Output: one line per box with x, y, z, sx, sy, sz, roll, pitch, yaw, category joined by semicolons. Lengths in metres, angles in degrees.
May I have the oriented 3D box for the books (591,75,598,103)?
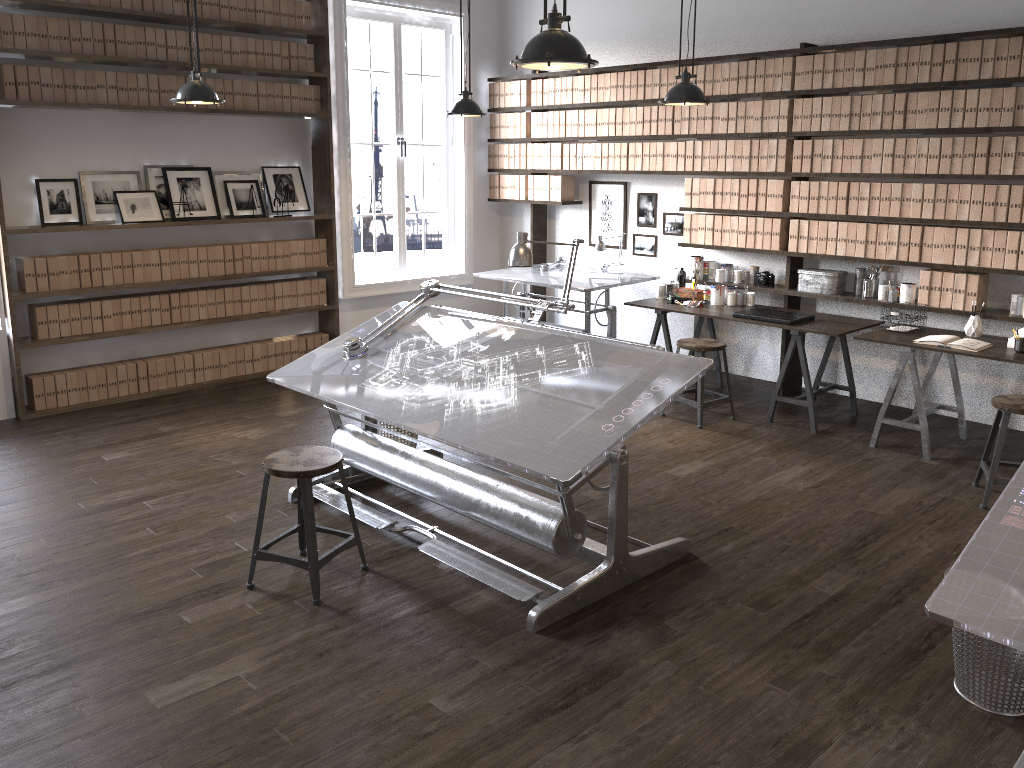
0.740;-2.446;7.349;0.175;0.223;0.067;-12;16;-43;books

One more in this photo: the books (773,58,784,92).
1.896;-2.143;6.159;0.175;0.223;0.067;-12;16;-43;books

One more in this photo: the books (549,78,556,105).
0.405;-2.532;7.689;0.175;0.223;0.067;-12;16;-43;books

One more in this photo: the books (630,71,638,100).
1.026;-2.371;7.057;0.175;0.223;0.067;-12;16;-43;books

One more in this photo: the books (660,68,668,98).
1.226;-2.319;6.851;0.175;0.223;0.067;-12;16;-43;books

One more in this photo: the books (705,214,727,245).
1.549;-1.172;6.723;0.175;0.223;0.067;-12;16;-43;books

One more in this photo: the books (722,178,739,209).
1.644;-1.412;6.581;0.175;0.223;0.067;-12;16;-43;books

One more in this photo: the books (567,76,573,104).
0.548;-2.494;7.539;0.175;0.223;0.067;-12;16;-43;books

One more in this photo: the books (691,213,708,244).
1.458;-1.197;6.822;0.175;0.223;0.067;-12;16;-43;books

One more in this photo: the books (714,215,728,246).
1.601;-1.160;6.676;0.175;0.223;0.067;-12;16;-43;books

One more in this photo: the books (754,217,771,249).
1.840;-1.097;6.429;0.175;0.223;0.067;-12;16;-43;books

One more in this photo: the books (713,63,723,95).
1.559;-2.233;6.511;0.175;0.223;0.067;-12;16;-43;books

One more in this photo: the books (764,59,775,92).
1.851;-2.157;6.211;0.175;0.223;0.067;-12;16;-43;books

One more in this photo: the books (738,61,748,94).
1.702;-2.193;6.354;0.175;0.223;0.067;-12;16;-43;books

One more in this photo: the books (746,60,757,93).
1.749;-2.182;6.312;0.175;0.223;0.067;-12;16;-43;books

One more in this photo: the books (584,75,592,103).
0.688;-2.458;7.397;0.175;0.223;0.067;-12;16;-43;books

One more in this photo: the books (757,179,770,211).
1.845;-1.359;6.375;0.175;0.223;0.067;-12;16;-43;books

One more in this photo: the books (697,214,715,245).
1.501;-1.185;6.776;0.175;0.223;0.067;-12;16;-43;books

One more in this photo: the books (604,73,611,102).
0.835;-2.420;7.249;0.175;0.223;0.067;-12;16;-43;books

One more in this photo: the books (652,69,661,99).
1.175;-2.331;6.898;0.175;0.223;0.067;-12;16;-43;books

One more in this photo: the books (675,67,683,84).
1.318;-2.293;6.748;0.175;0.223;0.067;-12;16;-43;books

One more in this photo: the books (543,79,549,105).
0.359;-2.545;7.742;0.175;0.223;0.067;-12;16;-43;books

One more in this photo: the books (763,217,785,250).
1.887;-1.085;6.384;0.175;0.223;0.067;-12;16;-43;books

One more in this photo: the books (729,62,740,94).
1.652;-2.206;6.405;0.175;0.223;0.067;-12;16;-43;books

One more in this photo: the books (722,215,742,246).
1.650;-1.147;6.628;0.175;0.223;0.067;-12;16;-43;books

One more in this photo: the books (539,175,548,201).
0.325;-1.755;7.934;0.175;0.223;0.067;-12;16;-43;books

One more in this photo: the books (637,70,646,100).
1.073;-2.357;7.001;0.175;0.223;0.067;-12;16;-43;books

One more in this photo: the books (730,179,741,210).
1.690;-1.398;6.528;0.175;0.223;0.067;-12;16;-43;books

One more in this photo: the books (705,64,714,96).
1.509;-2.245;6.559;0.175;0.223;0.067;-12;16;-43;books

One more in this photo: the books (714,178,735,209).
1.595;-1.424;6.631;0.175;0.223;0.067;-12;16;-43;books

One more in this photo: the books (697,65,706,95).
1.458;-2.257;6.606;0.175;0.223;0.067;-12;16;-43;books

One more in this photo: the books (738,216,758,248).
1.743;-1.121;6.522;0.175;0.223;0.067;-12;16;-43;books

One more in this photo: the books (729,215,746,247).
1.696;-1.134;6.576;0.175;0.223;0.067;-12;16;-43;books

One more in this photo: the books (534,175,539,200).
0.280;-1.766;7.977;0.175;0.223;0.067;-12;16;-43;books

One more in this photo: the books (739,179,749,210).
1.742;-1.386;6.480;0.175;0.223;0.067;-12;16;-43;books

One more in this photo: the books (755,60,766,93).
1.801;-2.169;6.259;0.175;0.223;0.067;-12;16;-43;books

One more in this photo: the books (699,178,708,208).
1.501;-1.448;6.725;0.175;0.223;0.067;-12;16;-43;books

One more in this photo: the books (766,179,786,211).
1.896;-1.345;6.319;0.175;0.223;0.067;-12;16;-43;books

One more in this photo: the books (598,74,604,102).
0.789;-2.433;7.301;0.175;0.223;0.067;-12;16;-43;books

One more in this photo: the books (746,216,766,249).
1.793;-1.108;6.471;0.175;0.223;0.067;-12;16;-43;books

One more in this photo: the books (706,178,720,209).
1.544;-1.435;6.675;0.175;0.223;0.067;-12;16;-43;books

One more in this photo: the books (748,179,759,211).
1.790;-1.372;6.424;0.175;0.223;0.067;-12;16;-43;books

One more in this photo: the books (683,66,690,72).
1.367;-2.282;6.704;0.175;0.223;0.067;-12;16;-43;books

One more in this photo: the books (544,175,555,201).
0.367;-1.742;7.883;0.175;0.223;0.067;-12;16;-43;books

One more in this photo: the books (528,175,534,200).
0.229;-1.779;8.027;0.175;0.223;0.067;-12;16;-43;books

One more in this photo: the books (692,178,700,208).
1.457;-1.459;6.769;0.175;0.223;0.067;-12;16;-43;books

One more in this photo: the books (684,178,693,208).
1.405;-1.472;6.819;0.175;0.223;0.067;-12;16;-43;books

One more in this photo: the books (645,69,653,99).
1.129;-2.345;6.952;0.175;0.223;0.067;-12;16;-43;books

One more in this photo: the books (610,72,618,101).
0.882;-2.407;7.195;0.175;0.223;0.067;-12;16;-43;books

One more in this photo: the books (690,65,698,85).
1.409;-2.270;6.659;0.175;0.223;0.067;-12;16;-43;books

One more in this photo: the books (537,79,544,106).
0.303;-2.558;7.791;0.175;0.223;0.067;-12;16;-43;books

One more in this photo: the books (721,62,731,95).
1.604;-2.219;6.458;0.175;0.223;0.067;-12;16;-43;books

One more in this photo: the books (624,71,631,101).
0.979;-2.383;7.102;0.175;0.223;0.067;-12;16;-43;books

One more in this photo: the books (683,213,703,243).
1.409;-1.208;6.866;0.175;0.223;0.067;-12;16;-43;books

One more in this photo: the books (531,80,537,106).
0.256;-2.572;7.848;0.175;0.223;0.067;-12;16;-43;books

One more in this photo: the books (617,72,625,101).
0.932;-2.393;7.144;0.175;0.223;0.067;-12;16;-43;books

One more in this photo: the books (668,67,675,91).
1.275;-2.306;6.800;0.175;0.223;0.067;-12;16;-43;books
